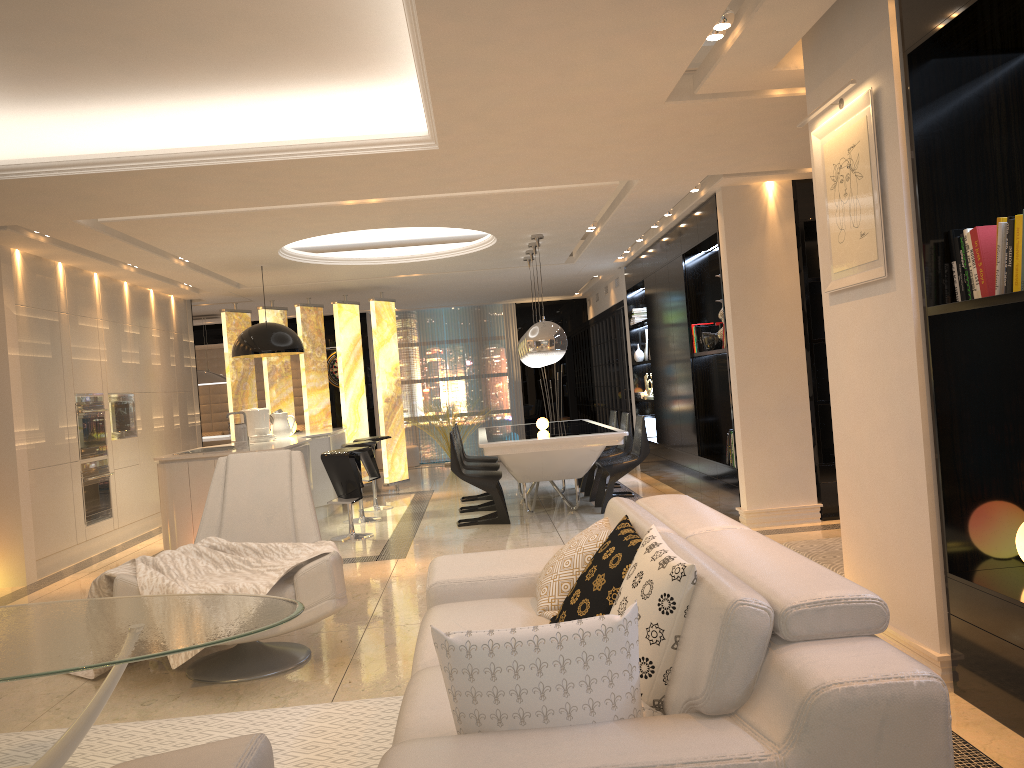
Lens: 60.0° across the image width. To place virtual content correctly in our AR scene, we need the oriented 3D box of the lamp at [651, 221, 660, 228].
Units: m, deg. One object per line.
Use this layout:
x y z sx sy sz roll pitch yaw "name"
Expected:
1.391 -1.595 8.685 0.107 0.127 0.107 -5 0 -21 "lamp"

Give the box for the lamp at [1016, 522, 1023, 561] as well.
1.855 0.550 3.051 0.212 0.214 0.213 -5 0 37 "lamp"

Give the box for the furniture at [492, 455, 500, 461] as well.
-0.047 1.071 14.820 0.735 0.357 0.735 -5 0 -30 "furniture"

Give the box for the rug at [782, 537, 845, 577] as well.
4.380 0.893 5.462 5.025 0.015 1.526 -5 0 -2 "rug"

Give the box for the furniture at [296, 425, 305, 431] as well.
-3.933 1.157 15.717 1.312 0.810 1.107 -5 0 -2 "furniture"

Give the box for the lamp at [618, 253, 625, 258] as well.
1.312 -1.589 10.759 0.107 0.127 0.107 -5 0 -21 "lamp"

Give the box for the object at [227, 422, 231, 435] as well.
-4.989 0.931 16.038 0.247 0.522 0.124 -5 0 -2 "object"

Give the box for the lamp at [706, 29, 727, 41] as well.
0.871 -1.551 3.831 0.107 0.127 0.107 -5 0 9 "lamp"

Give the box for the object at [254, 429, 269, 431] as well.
-2.403 0.463 8.524 0.138 0.051 0.138 -5 0 -44 "object"

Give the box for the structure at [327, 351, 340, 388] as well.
-2.888 -0.256 15.187 0.669 0.669 0.048 -5 0 -2 "structure"

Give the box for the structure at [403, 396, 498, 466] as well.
-1.008 0.756 14.466 1.282 1.142 1.275 -5 0 44 "structure"

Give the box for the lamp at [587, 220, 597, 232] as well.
0.755 -1.544 8.536 0.107 0.127 0.271 -5 0 -2 "lamp"

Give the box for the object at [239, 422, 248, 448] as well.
-2.299 0.436 7.572 0.071 0.219 0.071 -5 0 -26 "object"

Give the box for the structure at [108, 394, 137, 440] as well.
-4.154 0.346 8.967 0.446 0.450 0.659 -5 0 -2 "structure"

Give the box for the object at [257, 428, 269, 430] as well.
-2.404 0.457 8.524 0.138 0.051 0.138 -5 0 -44 "object"

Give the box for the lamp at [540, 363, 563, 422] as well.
0.697 0.288 15.094 0.418 1.801 0.200 -5 0 -2 "lamp"

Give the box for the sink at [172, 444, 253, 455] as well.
-2.575 0.640 7.707 0.485 0.152 0.738 -5 0 -2 "sink"

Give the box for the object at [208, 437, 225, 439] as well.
-4.902 0.857 13.430 1.605 0.026 0.028 -5 0 3 "object"

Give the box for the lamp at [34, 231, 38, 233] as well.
-3.543 -1.197 6.648 0.107 0.127 0.107 -5 0 -13 "lamp"

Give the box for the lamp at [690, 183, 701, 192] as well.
1.452 -1.599 7.085 0.107 0.127 0.107 -5 0 -21 "lamp"

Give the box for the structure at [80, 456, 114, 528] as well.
-4.085 1.011 8.222 0.595 0.597 0.609 -5 0 -2 "structure"

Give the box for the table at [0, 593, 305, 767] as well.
-1.708 1.088 2.786 2.140 0.565 0.999 -5 0 -3 "table"

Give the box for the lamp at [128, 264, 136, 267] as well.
-3.614 -1.192 8.496 0.107 0.127 0.270 -5 0 -2 "lamp"

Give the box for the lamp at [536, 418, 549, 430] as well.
0.308 0.400 8.945 0.125 0.125 0.125 -5 0 -42 "lamp"

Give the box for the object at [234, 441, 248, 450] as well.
-2.255 0.511 7.382 0.111 0.062 0.111 -5 0 19 "object"

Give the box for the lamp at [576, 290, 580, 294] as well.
1.083 -1.572 14.880 0.107 0.127 0.107 -5 0 -21 "lamp"

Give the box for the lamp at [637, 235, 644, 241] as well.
1.360 -1.593 9.498 0.107 0.127 0.107 -5 0 -21 "lamp"

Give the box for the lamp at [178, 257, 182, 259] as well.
-3.085 -1.235 8.307 0.107 0.127 0.107 -5 0 -21 "lamp"

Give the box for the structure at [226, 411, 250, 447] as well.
-2.384 0.397 7.689 0.177 0.310 0.089 -5 0 -2 "structure"

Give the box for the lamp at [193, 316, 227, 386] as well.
-4.936 -0.464 13.207 1.578 0.995 0.939 -5 0 -2 "lamp"

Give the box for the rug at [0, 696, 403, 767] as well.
-1.709 1.385 2.795 2.900 0.020 1.661 -5 0 -2 "rug"

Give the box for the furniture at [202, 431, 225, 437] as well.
-5.832 1.310 15.645 1.312 0.810 1.107 -5 0 -2 "furniture"

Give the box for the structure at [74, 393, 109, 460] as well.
-4.133 0.403 8.222 0.595 0.597 0.609 -5 0 -2 "structure"

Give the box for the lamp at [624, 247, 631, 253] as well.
1.329 -1.590 10.310 0.107 0.127 0.107 -5 0 -21 "lamp"

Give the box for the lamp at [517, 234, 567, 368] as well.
0.259 -0.790 9.065 0.408 1.226 1.827 -5 0 -2 "lamp"

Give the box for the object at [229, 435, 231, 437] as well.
-4.187 0.785 13.219 0.057 0.057 0.057 -5 0 -32 "object"

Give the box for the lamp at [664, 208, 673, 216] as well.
1.413 -1.596 8.089 0.107 0.127 0.107 -5 0 -21 "lamp"

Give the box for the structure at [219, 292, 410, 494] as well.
-2.503 0.170 11.359 2.180 2.555 0.448 -5 0 -2 "structure"

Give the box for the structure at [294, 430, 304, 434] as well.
-2.671 0.563 10.002 0.502 0.026 0.811 -5 0 -2 "structure"

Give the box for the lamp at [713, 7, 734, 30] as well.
0.876 -1.552 3.716 0.107 0.127 0.107 -5 0 9 "lamp"

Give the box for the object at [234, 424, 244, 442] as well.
-2.295 0.436 7.465 0.071 0.219 0.071 -5 0 -11 "object"

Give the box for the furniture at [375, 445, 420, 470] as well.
-1.917 1.221 14.840 0.735 0.357 0.735 -5 0 0 "furniture"

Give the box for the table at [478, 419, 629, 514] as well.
0.333 0.842 9.038 1.293 0.759 3.031 -5 0 -2 "table"

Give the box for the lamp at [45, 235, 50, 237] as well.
-3.550 -1.197 6.811 0.107 0.127 0.107 -5 0 -13 "lamp"

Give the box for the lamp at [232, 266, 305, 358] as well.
-2.474 -0.736 8.892 0.710 0.898 0.710 -5 0 8 "lamp"

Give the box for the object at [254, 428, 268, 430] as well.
-2.404 0.452 8.524 0.138 0.051 0.138 -5 0 -44 "object"

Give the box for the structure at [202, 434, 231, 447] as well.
-4.796 1.223 13.190 2.912 0.812 1.659 -5 0 -2 "structure"

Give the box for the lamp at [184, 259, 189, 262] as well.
-3.091 -1.234 8.471 0.107 0.127 0.107 -5 0 -21 "lamp"
